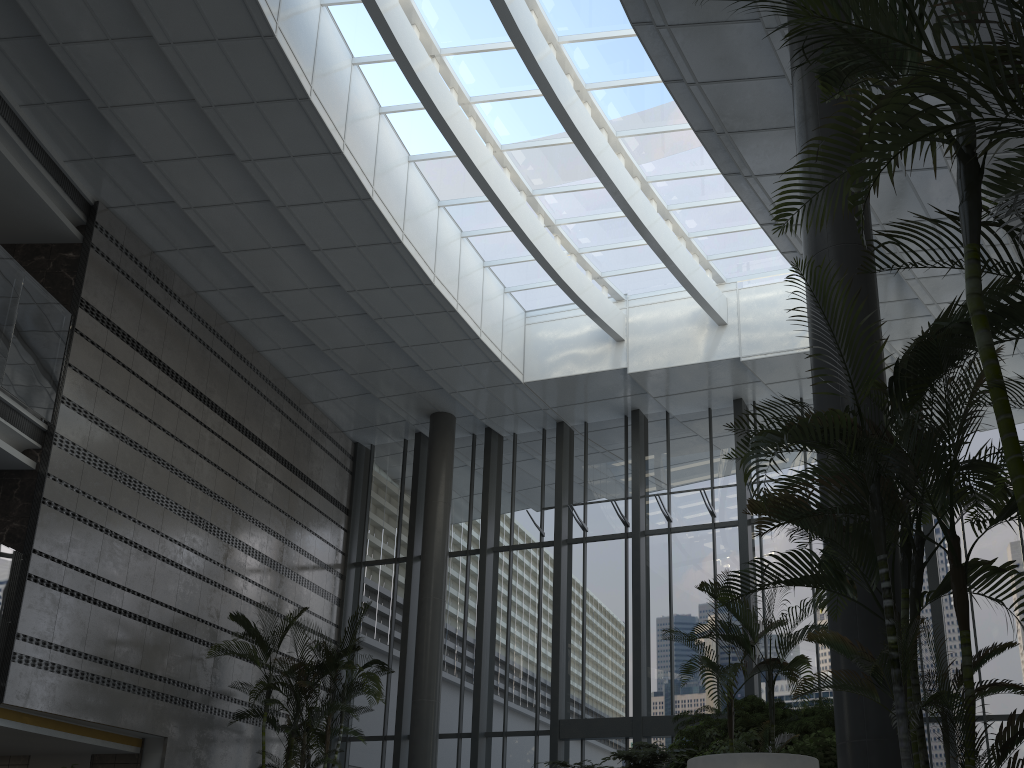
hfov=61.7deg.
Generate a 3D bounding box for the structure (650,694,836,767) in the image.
[{"bbox_3d":[2.842,4.951,9.660,3.794,2.708,3.464,-14,-29,29],"label":"structure"}]

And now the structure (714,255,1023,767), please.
[{"bbox_3d":[1.813,1.291,3.852,1.643,3.416,2.240,0,-20,5],"label":"structure"}]

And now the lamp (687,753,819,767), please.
[{"bbox_3d":[1.541,3.197,5.383,0.862,1.531,0.891,9,-21,-18],"label":"lamp"}]

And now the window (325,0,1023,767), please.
[{"bbox_3d":[-1.177,0.002,7.474,13.692,9.186,20.321,-14,-31,29],"label":"window"}]

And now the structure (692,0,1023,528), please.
[{"bbox_3d":[1.735,-0.096,2.236,2.436,4.266,2.766,1,-20,1],"label":"structure"}]

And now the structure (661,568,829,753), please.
[{"bbox_3d":[1.905,3.009,6.673,1.406,3.171,1.333,0,-19,5],"label":"structure"}]

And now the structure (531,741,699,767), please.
[{"bbox_3d":[1.289,4.559,8.432,2.217,2.131,2.581,-1,-24,6],"label":"structure"}]

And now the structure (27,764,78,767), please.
[{"bbox_3d":[-5.006,5.175,9.438,2.155,1.807,1.684,21,-29,-36],"label":"structure"}]

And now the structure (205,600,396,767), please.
[{"bbox_3d":[-2.950,5.152,11.774,2.521,4.267,2.670,-8,-22,25],"label":"structure"}]

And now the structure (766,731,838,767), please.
[{"bbox_3d":[2.581,3.826,6.885,1.644,1.948,1.647,13,-24,-25],"label":"structure"}]
